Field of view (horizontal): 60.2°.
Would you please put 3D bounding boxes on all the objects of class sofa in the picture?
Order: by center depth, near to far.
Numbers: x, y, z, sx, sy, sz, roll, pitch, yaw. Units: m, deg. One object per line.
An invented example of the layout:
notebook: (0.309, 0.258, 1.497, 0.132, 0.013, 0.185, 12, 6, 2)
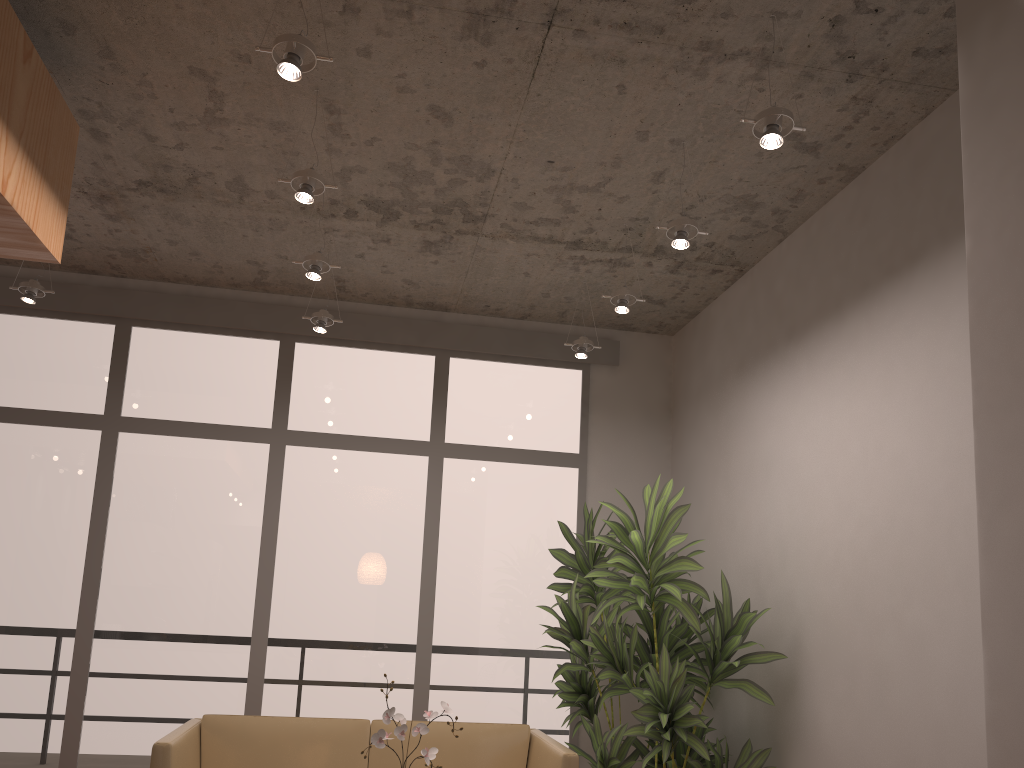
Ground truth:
sofa: (-0.671, 2.000, 4.054, 1.801, 0.823, 0.895, 5, -13, -9)

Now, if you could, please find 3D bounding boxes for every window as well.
window: (-3.542, 0.902, 5.213, 8.561, 3.226, 0.063, 5, -10, -9)

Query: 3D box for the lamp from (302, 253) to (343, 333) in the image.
lamp: (-1.075, -0.531, 5.069, 0.200, 0.474, 0.135, 12, -14, -41)

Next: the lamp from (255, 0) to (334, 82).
lamp: (-0.644, -1.152, 2.675, 0.200, 0.474, 0.135, 12, -14, -41)

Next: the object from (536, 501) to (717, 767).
object: (0.686, 1.712, 5.109, 1.081, 2.069, 0.983, 1, -11, 9)

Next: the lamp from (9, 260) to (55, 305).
lamp: (-2.599, -0.673, 4.824, 0.200, 0.474, 0.135, 12, -14, -41)

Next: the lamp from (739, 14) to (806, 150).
lamp: (0.862, -1.011, 2.916, 0.200, 0.474, 0.135, 12, -14, -41)

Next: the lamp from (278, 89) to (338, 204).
lamp: (-0.787, -0.945, 3.473, 0.200, 0.474, 0.135, 12, -14, -41)

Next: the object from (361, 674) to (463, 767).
object: (-0.348, 1.253, 2.866, 0.298, 0.579, 0.377, 6, -12, -15)

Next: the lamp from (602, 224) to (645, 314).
lamp: (0.575, -0.597, 4.512, 0.200, 0.474, 0.135, 12, -14, -41)

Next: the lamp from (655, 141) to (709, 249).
lamp: (0.718, -0.804, 3.714, 0.200, 0.474, 0.135, 12, -14, -41)

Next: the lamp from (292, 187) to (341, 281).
lamp: (-0.931, -0.738, 4.271, 0.200, 0.474, 0.135, 12, -14, -41)

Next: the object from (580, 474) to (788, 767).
object: (0.819, 1.543, 4.453, 0.967, 2.069, 1.099, 2, -11, 4)

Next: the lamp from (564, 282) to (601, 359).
lamp: (0.431, -0.390, 5.310, 0.200, 0.474, 0.135, 12, -14, -41)
